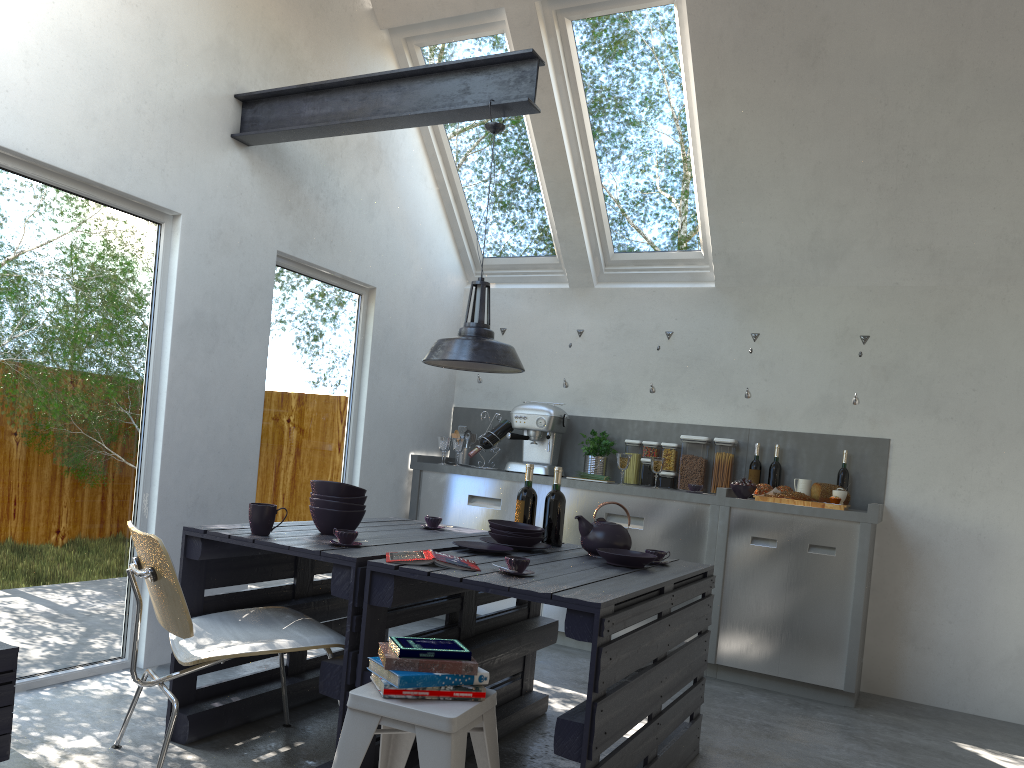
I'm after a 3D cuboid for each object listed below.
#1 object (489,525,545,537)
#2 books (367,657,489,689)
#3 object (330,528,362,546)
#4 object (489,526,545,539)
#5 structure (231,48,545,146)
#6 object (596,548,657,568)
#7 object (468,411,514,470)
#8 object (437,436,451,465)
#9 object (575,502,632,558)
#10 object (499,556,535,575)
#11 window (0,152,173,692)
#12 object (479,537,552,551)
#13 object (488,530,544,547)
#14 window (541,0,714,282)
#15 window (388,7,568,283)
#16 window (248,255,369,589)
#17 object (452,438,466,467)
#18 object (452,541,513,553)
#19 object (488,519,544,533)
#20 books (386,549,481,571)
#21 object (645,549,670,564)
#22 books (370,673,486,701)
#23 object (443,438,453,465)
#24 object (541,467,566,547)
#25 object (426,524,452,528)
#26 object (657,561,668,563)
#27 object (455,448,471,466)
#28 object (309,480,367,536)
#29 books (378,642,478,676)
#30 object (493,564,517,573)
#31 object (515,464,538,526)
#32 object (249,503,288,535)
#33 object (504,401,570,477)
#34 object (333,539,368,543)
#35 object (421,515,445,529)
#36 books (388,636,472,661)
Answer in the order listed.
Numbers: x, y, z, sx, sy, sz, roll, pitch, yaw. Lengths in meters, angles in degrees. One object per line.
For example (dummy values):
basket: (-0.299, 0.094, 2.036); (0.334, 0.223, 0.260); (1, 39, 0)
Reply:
object: (0.018, 0.610, 3.577); (0.241, 0.063, 0.217); (3, -5, 32)
books: (-0.236, 0.799, 2.440); (0.271, 0.033, 0.208); (8, -5, -31)
object: (-0.586, 0.545, 3.097); (0.120, 0.056, 0.113); (5, -4, 15)
object: (0.017, 0.622, 3.573); (0.241, 0.063, 0.218); (3, -5, 32)
structure: (-1.055, -1.288, 4.175); (2.649, 0.209, 0.129); (3, -2, 29)
object: (0.437, 0.669, 3.350); (0.221, 0.047, 0.238); (7, -5, -22)
object: (-0.180, 0.388, 6.051); (0.315, 0.394, 0.246); (6, -1, -33)
object: (-0.472, 0.458, 5.991); (0.102, 0.192, 0.094); (6, 0, 21)
object: (0.391, 0.600, 3.612); (0.223, 0.232, 0.208); (5, -2, 29)
object: (0.016, 0.583, 2.811); (0.123, 0.056, 0.110); (3, -4, 35)
window: (-1.904, 0.221, 3.690); (0.062, 2.130, 0.938); (6, 0, 26)
object: (0.014, 0.658, 3.577); (0.281, 0.024, 0.311); (8, -5, -31)
object: (0.014, 0.637, 3.574); (0.221, 0.047, 0.238); (7, -5, -22)
window: (0.760, -1.422, 5.252); (0.872, 1.390, 1.410); (6, -2, 27)
window: (-0.143, -1.466, 5.764); (0.872, 1.397, 1.417); (6, -2, 27)
window: (-1.226, 0.403, 5.128); (0.062, 2.130, 0.938); (6, 0, 26)
object: (-0.371, 0.469, 6.010); (0.093, 0.192, 0.104); (6, 0, -40)
object: (-0.113, 0.628, 3.348); (0.247, 0.019, 0.222); (3, -5, 32)
object: (0.013, 0.597, 3.577); (0.240, 0.058, 0.219); (4, -5, 27)
books: (-0.265, 0.575, 2.897); (0.303, 0.030, 0.225); (6, -4, -4)
object: (0.575, 0.695, 3.518); (0.121, 0.056, 0.112); (4, -4, 20)
books: (-0.239, 0.833, 2.440); (0.277, 0.035, 0.203); (7, -4, -15)
object: (-0.466, 0.470, 6.133); (0.098, 0.192, 0.098); (6, 0, -2)
object: (0.187, 0.532, 3.807); (0.087, 0.345, 0.095); (5, 1, -29)
object: (-0.340, 0.663, 4.078); (0.134, 0.013, 0.027); (5, -4, 7)
object: (0.585, 0.709, 3.476); (0.029, 0.013, 0.125); (3, -5, 38)
object: (-0.355, 0.522, 6.295); (0.103, 0.132, 0.111); (6, -1, -21)
object: (-0.683, 0.485, 3.423); (0.203, 0.214, 0.204); (5, -2, 28)
books: (-0.238, 0.766, 2.441); (0.250, 0.032, 0.178); (7, -4, -10)
object: (-0.027, 0.596, 2.817); (0.026, 0.013, 0.139); (8, -5, -37)
object: (0.065, 0.525, 3.866); (0.087, 0.345, 0.095); (6, 1, -24)
object: (-0.896, 0.493, 3.175); (0.134, 0.109, 0.097); (5, -2, 20)
object: (0.166, 0.359, 5.868); (0.375, 0.500, 0.408); (5, -1, 27)
object: (-0.580, 0.565, 3.137); (0.126, 0.013, 0.029); (8, -4, -24)
object: (-0.365, 0.642, 4.049); (0.120, 0.056, 0.113); (5, -4, 15)
books: (-0.231, 0.738, 2.440); (0.199, 0.025, 0.148); (7, -4, -15)
